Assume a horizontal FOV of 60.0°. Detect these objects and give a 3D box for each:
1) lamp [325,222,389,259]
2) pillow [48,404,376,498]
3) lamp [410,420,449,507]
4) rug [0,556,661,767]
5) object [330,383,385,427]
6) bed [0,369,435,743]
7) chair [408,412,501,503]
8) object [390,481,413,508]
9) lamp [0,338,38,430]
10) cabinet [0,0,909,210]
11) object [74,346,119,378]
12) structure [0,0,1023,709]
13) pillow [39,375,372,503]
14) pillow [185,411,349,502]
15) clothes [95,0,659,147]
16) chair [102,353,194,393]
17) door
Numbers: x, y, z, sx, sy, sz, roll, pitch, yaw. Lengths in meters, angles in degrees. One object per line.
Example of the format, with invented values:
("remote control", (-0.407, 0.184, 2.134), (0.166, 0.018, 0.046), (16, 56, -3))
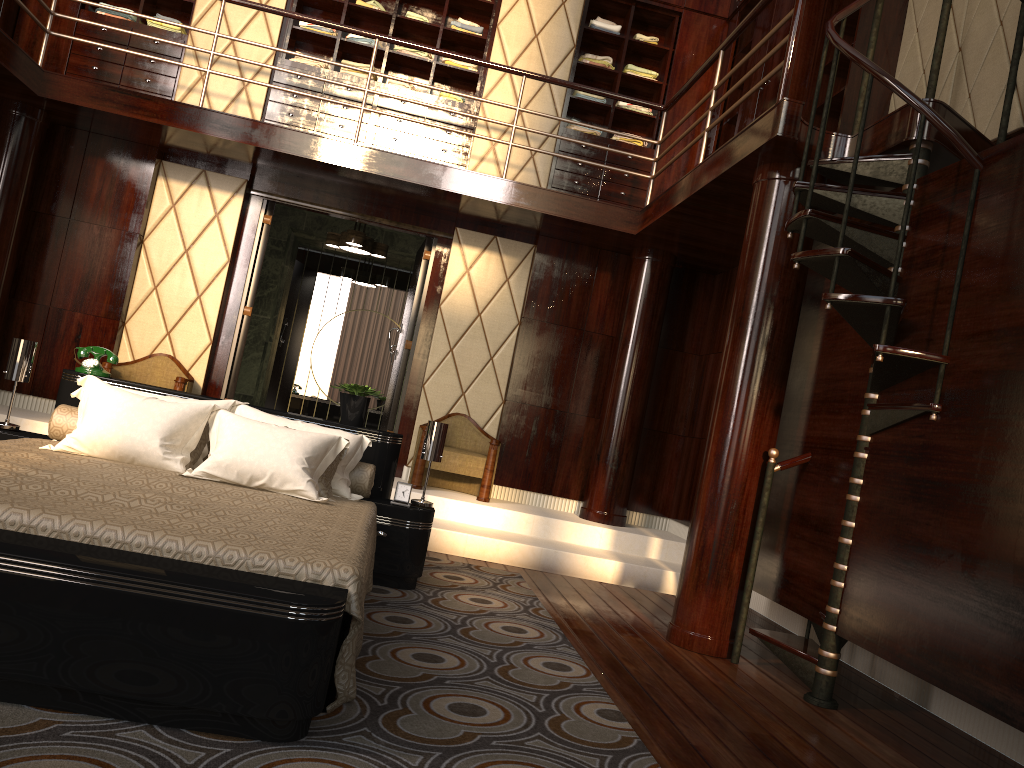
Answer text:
("lamp", (-1.289, -1.261, 7.231), (0.467, 0.347, 0.515), (10, -3, 23))
("pillow", (-1.298, 0.299, 3.904), (1.396, 0.167, 0.173), (12, -3, -7))
("lamp", (-0.376, 0.365, 4.076), (0.106, 0.385, 0.109), (11, -3, 0))
("rug", (-1.130, 0.736, 2.968), (2.910, 0.006, 3.735), (12, -3, -7))
("object", (-0.748, 0.097, 4.245), (0.256, 0.205, 0.241), (13, -3, -25))
("bed", (-1.212, 0.390, 3.083), (1.985, 0.660, 2.381), (12, -3, -7))
("chair", (-0.388, 0.474, 6.105), (0.571, 0.550, 0.462), (12, -3, -7))
("object", (-0.485, 0.490, 3.935), (0.088, 0.103, 0.034), (11, -3, 1))
("lamp", (-2.135, -0.001, 3.819), (0.106, 0.385, 0.109), (11, -3, 0))
("cabinet", (-0.804, -2.644, 5.929), (6.767, 2.432, 2.576), (12, -3, -7))
("object", (-1.924, -0.109, 4.098), (0.178, 0.131, 0.158), (9, -4, 45))
("structure", (-1.018, -0.792, 4.586), (6.107, 3.189, 3.750), (12, -3, -7))
("pillow", (-1.232, 0.217, 3.597), (1.322, 0.320, 0.685), (12, -3, -5))
("pillow", (-1.209, 0.247, 3.574), (1.123, 0.271, 0.293), (12, -3, -6))
("clothes", (-1.312, -2.752, 6.593), (4.996, 0.954, 0.818), (12, -3, -14))
("chair", (-2.402, 0.057, 5.851), (0.571, 0.550, 0.462), (12, -3, -7))
("door", (-1.464, -0.338, 6.833), (1.435, 1.820, 0.828), (12, -3, -8))
